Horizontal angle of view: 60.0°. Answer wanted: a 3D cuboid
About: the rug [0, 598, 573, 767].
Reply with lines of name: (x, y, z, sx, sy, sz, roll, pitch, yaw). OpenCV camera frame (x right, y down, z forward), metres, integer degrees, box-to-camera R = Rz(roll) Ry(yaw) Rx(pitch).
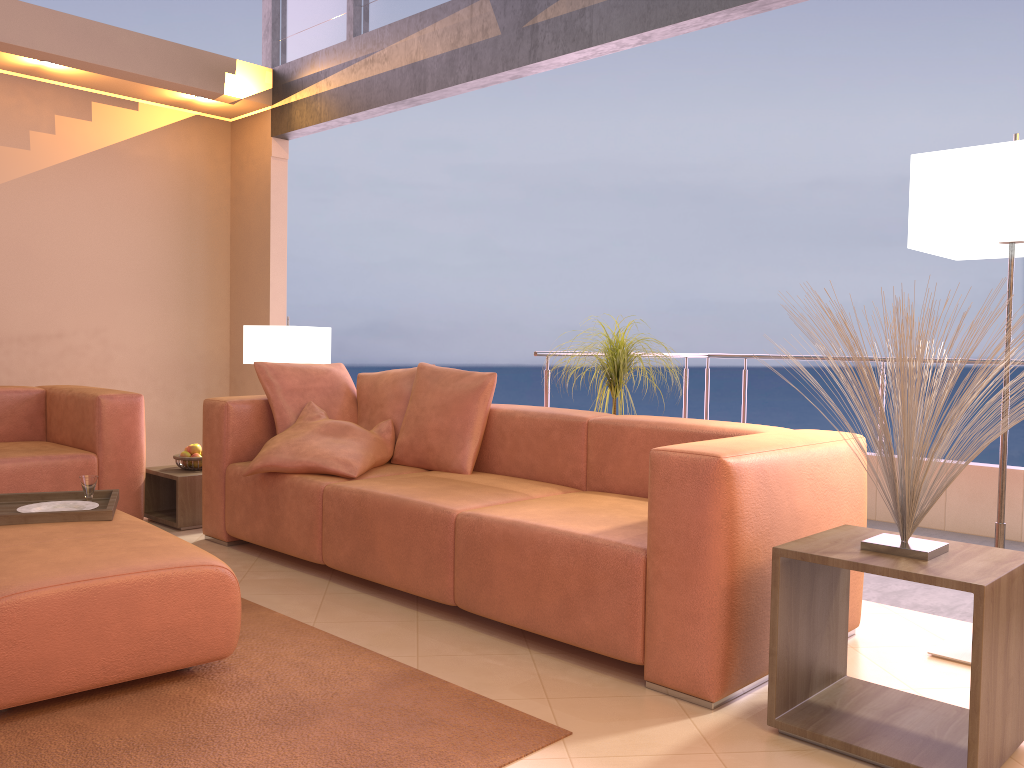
rug: (-1.437, 0.795, 2.362, 2.626, 0.005, 1.833, 3, 3, 44)

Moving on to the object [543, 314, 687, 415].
object: (0.495, 0.205, 4.335, 0.703, 1.088, 0.729, 2, 2, 12)

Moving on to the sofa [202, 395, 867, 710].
sofa: (-0.147, 0.436, 3.508, 2.781, 0.672, 0.943, 3, 3, 44)

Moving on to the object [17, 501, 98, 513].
object: (-1.482, 0.411, 2.898, 0.240, 0.018, 0.240, 1, 2, 7)

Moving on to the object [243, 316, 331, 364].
object: (-1.254, 0.023, 4.958, 0.344, 0.799, 0.344, 2, 3, 22)

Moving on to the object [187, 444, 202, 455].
object: (-1.622, 0.336, 4.527, 0.069, 0.061, 0.068, 1, 2, 5)

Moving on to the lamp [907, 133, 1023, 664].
lamp: (1.495, 0.040, 2.685, 0.454, 1.578, 0.454, 3, 3, 44)

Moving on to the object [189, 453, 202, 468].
object: (-1.597, 0.388, 4.493, 0.072, 0.076, 0.074, -1, 3, -36)

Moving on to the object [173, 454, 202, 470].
object: (-1.612, 0.399, 4.547, 0.235, 0.071, 0.235, 3, 3, 36)

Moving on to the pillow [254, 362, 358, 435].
pillow: (-0.917, 0.125, 4.194, 0.314, 0.455, 0.519, 3, 3, 40)

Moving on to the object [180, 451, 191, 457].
object: (-1.653, 0.364, 4.493, 0.055, 0.047, 0.045, 2, 3, 21)

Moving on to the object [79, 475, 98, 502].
object: (-1.475, 0.367, 3.091, 0.061, 0.091, 0.061, 2, 3, 28)

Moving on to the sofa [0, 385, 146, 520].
sofa: (-3.091, 0.373, 3.734, 0.943, 0.672, 2.781, 3, 3, 44)

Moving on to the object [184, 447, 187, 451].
object: (-1.658, 0.341, 4.567, 0.047, 0.046, 0.054, 2, 3, 30)

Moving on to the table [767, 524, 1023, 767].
table: (0.933, 0.615, 2.126, 0.469, 0.436, 0.415, 3, 3, 44)

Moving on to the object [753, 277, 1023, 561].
object: (1.003, 0.079, 2.165, 0.700, 0.634, 0.703, 1, 2, 0)

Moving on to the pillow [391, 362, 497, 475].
pillow: (-0.291, 0.146, 3.850, 0.470, 0.468, 0.211, 3, 3, 39)

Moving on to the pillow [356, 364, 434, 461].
pillow: (-0.572, 0.127, 4.124, 0.492, 0.446, 0.255, 2, 3, 27)

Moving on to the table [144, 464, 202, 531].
table: (-1.438, 0.564, 4.744, 0.412, 0.268, 0.918, 3, 3, 44)

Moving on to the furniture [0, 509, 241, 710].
furniture: (-1.415, 0.582, 2.708, 0.685, 0.301, 1.291, -1, 3, -41)

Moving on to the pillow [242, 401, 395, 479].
pillow: (-0.810, 0.235, 3.816, 0.517, 0.292, 0.514, 2, 2, 13)

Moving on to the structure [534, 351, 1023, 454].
structure: (2.150, 0.174, 3.714, 4.176, 0.541, 1.663, 3, 3, 44)

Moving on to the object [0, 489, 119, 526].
object: (-1.543, 0.405, 2.924, 0.436, 0.034, 0.421, 0, 3, -21)
